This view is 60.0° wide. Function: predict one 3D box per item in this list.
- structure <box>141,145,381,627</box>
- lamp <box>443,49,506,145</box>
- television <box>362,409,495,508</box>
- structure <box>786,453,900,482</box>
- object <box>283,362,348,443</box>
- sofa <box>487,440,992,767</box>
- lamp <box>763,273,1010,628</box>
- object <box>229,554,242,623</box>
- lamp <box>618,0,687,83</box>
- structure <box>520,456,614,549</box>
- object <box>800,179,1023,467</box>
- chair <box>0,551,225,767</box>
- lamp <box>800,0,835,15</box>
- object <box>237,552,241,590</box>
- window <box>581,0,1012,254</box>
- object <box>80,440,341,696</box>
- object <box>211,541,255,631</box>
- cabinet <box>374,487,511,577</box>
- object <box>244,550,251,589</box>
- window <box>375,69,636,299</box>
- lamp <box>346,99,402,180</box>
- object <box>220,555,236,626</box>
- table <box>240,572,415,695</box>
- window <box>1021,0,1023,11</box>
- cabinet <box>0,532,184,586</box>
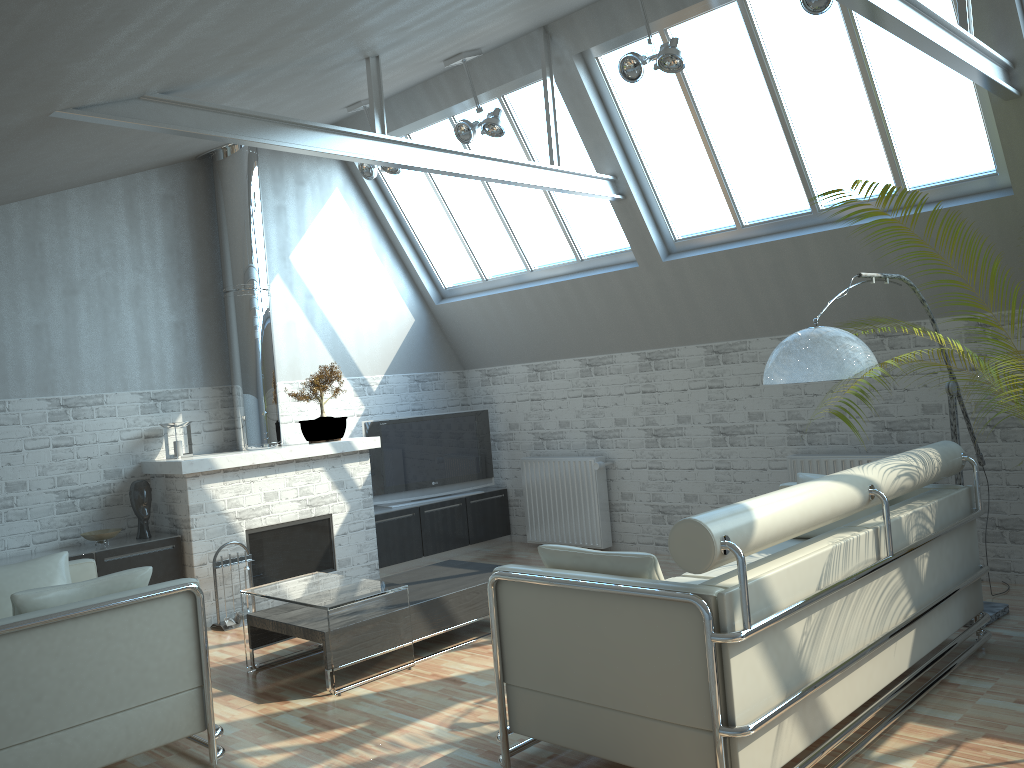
[{"bbox_3d":[-3.824,-0.322,13.405,1.309,7.180,3.302,-5,0,44],"label":"structure"},{"bbox_3d":[-0.546,-3.884,11.950,0.619,1.172,0.808,-5,0,-42],"label":"lamp"},{"bbox_3d":[-1.487,1.304,15.806,2.577,1.514,0.592,-5,0,-36],"label":"television"},{"bbox_3d":[4.656,1.699,11.794,1.892,1.524,0.508,-5,0,44],"label":"structure"},{"bbox_3d":[-3.066,0.284,13.895,1.115,1.265,0.572,-5,0,-42],"label":"object"},{"bbox_3d":[2.223,1.740,7.694,2.199,1.999,4.866,-5,0,44],"label":"sofa"},{"bbox_3d":[4.262,0.702,9.219,4.621,3.709,1.015,-5,0,-40],"label":"lamp"},{"bbox_3d":[-3.717,2.752,11.940,0.145,0.932,0.065,-5,0,25],"label":"object"},{"bbox_3d":[1.478,-4.063,9.987,0.618,1.172,0.808,-5,0,-42],"label":"lamp"},{"bbox_3d":[0.977,2.026,15.362,1.892,1.524,0.508,-5,0,44],"label":"structure"},{"bbox_3d":[4.355,0.360,8.195,3.777,4.386,5.015,-5,0,19],"label":"object"},{"bbox_3d":[-4.035,2.274,7.375,2.507,2.001,2.201,-5,0,44],"label":"chair"},{"bbox_3d":[3.076,-4.205,8.439,0.619,1.172,0.808,-5,0,-42],"label":"lamp"},{"bbox_3d":[-3.694,2.712,12.049,0.025,0.855,0.025,-5,0,-24],"label":"object"},{"bbox_3d":[3.347,-3.421,11.002,4.651,2.787,1.897,-5,0,44],"label":"window"},{"bbox_3d":[-3.450,1.954,10.547,4.859,2.558,1.528,-5,0,43],"label":"object"},{"bbox_3d":[-3.788,2.704,12.075,0.412,1.124,0.584,-5,0,44],"label":"object"},{"bbox_3d":[-1.487,2.574,15.782,0.908,1.016,3.234,-5,0,44],"label":"cabinet"},{"bbox_3d":[-3.614,2.714,12.131,0.026,0.873,0.155,-5,0,-45],"label":"object"},{"bbox_3d":[-0.292,-3.098,14.531,4.651,2.787,1.897,-5,0,44],"label":"window"},{"bbox_3d":[-2.130,-3.743,13.486,0.619,1.172,0.808,-5,0,-42],"label":"lamp"},{"bbox_3d":[-3.814,2.752,11.835,0.146,0.916,0.131,-5,0,44],"label":"object"},{"bbox_3d":[-2.038,2.657,9.682,1.726,0.867,1.015,-5,0,44],"label":"table"},{"bbox_3d":[6.987,-3.744,7.472,4.651,2.787,1.897,-5,0,44],"label":"window"},{"bbox_3d":[-6.349,2.850,10.726,0.914,1.270,4.572,-5,0,44],"label":"cabinet"}]
